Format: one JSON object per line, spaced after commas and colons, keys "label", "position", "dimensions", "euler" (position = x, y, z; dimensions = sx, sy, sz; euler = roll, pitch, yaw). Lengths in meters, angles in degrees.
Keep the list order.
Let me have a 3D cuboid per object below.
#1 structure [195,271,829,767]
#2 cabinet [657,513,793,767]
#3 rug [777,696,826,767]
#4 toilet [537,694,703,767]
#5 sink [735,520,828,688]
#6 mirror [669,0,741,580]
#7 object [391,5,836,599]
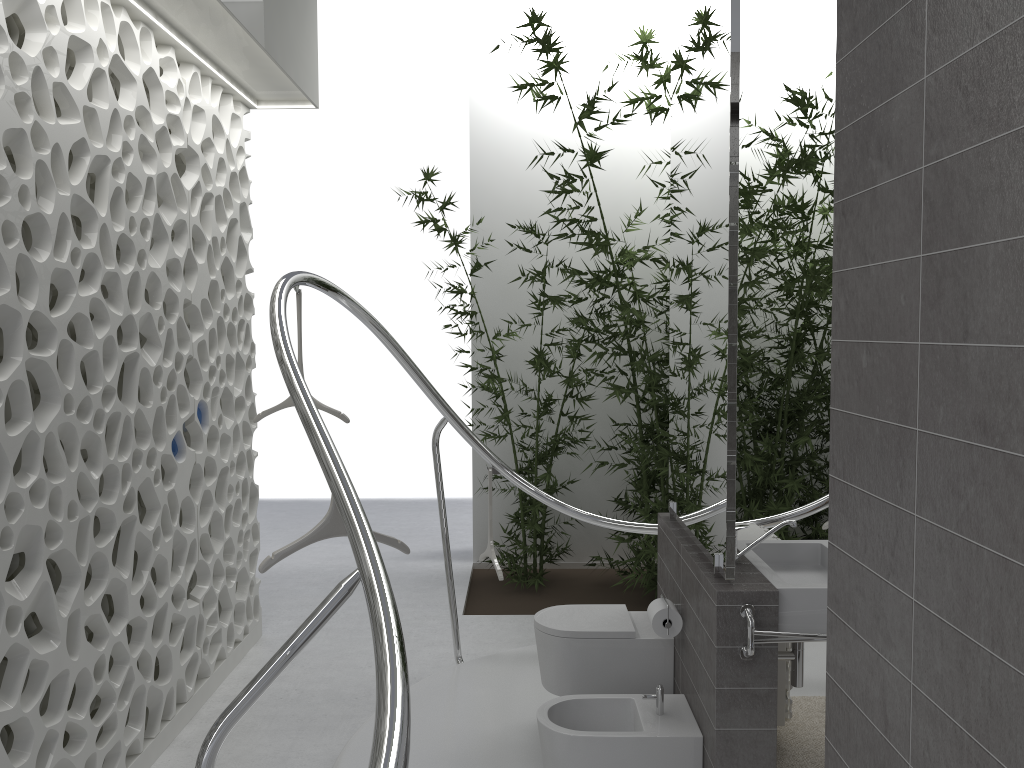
{"label": "structure", "position": [1.734, 0.632, 2.384], "dimensions": [5.433, 2.080, 5.250], "euler": [-1, 3, -4]}
{"label": "cabinet", "position": [0.883, 1.029, 3.417], "dimensions": [0.461, 0.870, 1.200], "euler": [0, 3, 1]}
{"label": "rug", "position": [1.297, 1.454, 3.437], "dimensions": [0.775, 0.016, 1.153], "euler": [0, 3, 1]}
{"label": "toilet", "position": [0.369, 1.332, 3.185], "dimensions": [0.561, 0.300, 0.354], "euler": [0, 3, 1]}
{"label": "sink", "position": [0.996, 0.779, 3.151], "dimensions": [0.478, 0.598, 0.650], "euler": [0, 3, 1]}
{"label": "mirror", "position": [0.700, -0.392, 3.332], "dimensions": [0.030, 1.980, 1.100], "euler": [0, 3, 1]}
{"label": "object", "position": [2.142, -0.503, 5.872], "dimensions": [4.097, 4.038, 4.664], "euler": [-3, 5, -40]}
